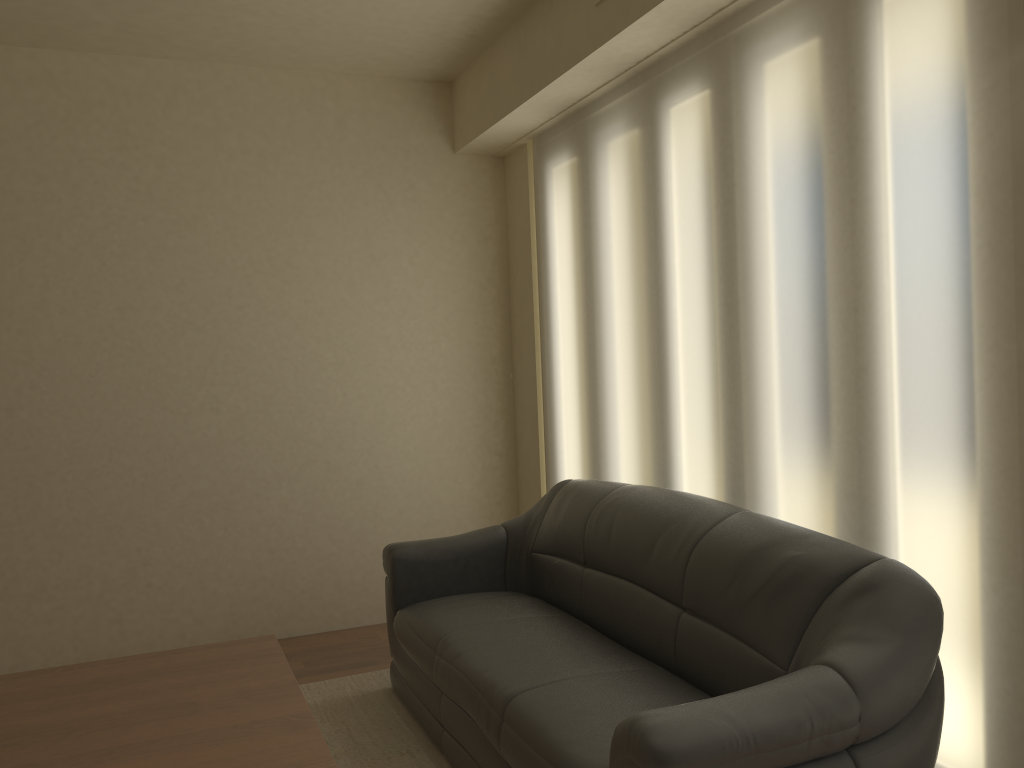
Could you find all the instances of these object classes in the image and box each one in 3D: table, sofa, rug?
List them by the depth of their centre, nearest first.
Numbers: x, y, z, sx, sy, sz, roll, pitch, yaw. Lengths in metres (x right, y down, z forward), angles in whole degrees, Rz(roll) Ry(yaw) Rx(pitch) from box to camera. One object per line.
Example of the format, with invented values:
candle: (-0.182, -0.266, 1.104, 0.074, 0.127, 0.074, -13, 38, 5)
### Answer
rug: (-0.781, 1.396, 2.139, 2.482, 0.011, 3.592, -3, 2, -22)
table: (-1.091, 1.161, 2.408, 1.045, 0.482, 1.213, -3, 2, -22)
sofa: (0.267, 0.861, 3.027, 0.944, 0.918, 2.337, -3, 2, -22)

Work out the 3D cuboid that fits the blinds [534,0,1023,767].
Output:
blinds: (0.697, -0.069, 3.404, 0.002, 2.453, 2.830, -3, 2, -22)
